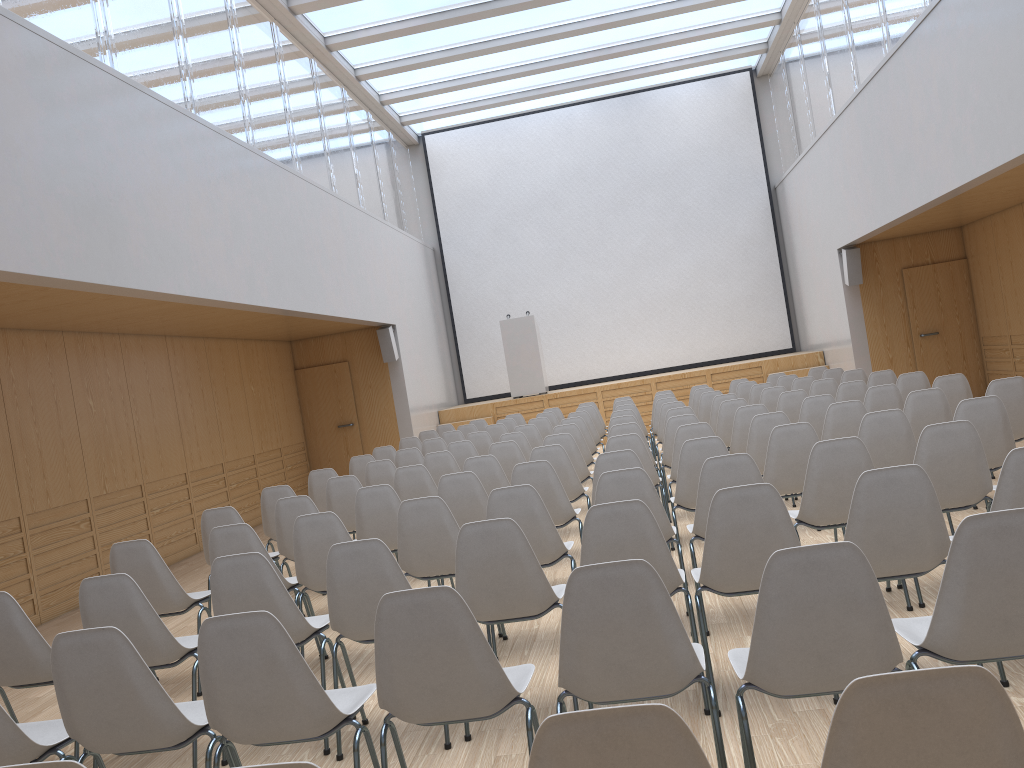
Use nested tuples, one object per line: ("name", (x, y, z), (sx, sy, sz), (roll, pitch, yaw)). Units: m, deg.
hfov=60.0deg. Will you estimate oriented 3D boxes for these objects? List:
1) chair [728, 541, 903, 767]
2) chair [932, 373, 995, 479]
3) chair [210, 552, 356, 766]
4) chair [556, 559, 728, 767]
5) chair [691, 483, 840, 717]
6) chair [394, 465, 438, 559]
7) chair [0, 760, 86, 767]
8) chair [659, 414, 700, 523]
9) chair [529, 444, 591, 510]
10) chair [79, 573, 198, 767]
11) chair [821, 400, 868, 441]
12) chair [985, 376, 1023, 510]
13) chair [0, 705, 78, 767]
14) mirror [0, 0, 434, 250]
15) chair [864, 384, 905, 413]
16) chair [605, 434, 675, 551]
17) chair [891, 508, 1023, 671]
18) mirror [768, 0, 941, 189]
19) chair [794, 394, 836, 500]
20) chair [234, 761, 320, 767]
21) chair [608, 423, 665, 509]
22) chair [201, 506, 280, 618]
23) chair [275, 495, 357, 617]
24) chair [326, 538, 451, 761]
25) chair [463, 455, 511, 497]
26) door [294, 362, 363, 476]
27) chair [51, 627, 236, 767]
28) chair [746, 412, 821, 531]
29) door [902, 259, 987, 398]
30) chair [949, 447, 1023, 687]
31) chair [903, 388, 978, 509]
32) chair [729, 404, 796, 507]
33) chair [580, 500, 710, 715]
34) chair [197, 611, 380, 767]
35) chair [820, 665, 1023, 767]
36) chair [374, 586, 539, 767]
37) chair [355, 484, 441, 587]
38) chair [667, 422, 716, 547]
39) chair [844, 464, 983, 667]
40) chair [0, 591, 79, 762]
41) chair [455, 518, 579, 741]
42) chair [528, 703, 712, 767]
("chair", (0.866, 0.833, 2.509), (0.479, 0.876, 0.505), (-9, 1, 8))
("chair", (3.573, 0.351, 7.294), (0.479, 0.876, 0.505), (-9, 1, 8))
("chair", (-1.026, 1.122, 3.886), (0.479, 0.876, 0.505), (-9, 1, 8))
("chair", (0.366, 0.912, 2.678), (0.479, 0.876, 0.505), (-9, 1, 8))
("chair", (0.971, 0.806, 3.586), (0.479, 0.876, 0.505), (-9, 1, 8))
("chair", (-0.661, 1.034, 6.853), (0.479, 0.876, 0.505), (-9, 1, 8))
("chair", (-0.763, 1.101, 1.833), (0.479, 0.876, 0.505), (-9, 1, 8))
("chair", (1.495, 0.681, 7.549), (0.479, 0.876, 0.505), (-9, 1, 8))
("chair", (0.351, 0.873, 6.696), (0.479, 0.876, 0.505), (-9, 1, 8))
("chair", (-1.572, 1.209, 3.892), (0.479, 0.876, 0.505), (-9, 1, 8))
("chair", (2.414, 0.546, 6.415), (0.479, 0.876, 0.505), (-9, 1, 8))
("chair", (3.438, 0.384, 6.235), (0.479, 0.876, 0.505), (-9, 1, 8))
("chair", (-1.676, 1.236, 2.938), (0.479, 0.876, 0.505), (-9, 1, 8))
("mirror", (-2.966, -3.346, 8.520), (0.253, 2.090, 17.825), (-9, 1, 8))
("chair", (3.055, 0.434, 7.337), (0.479, 0.876, 0.505), (-9, 1, 8))
("chair", (0.892, 0.788, 6.582), (0.479, 0.876, 0.505), (-9, 1, 8))
("chair", (1.375, 0.751, 2.551), (0.479, 0.876, 0.505), (-9, 1, 8))
("mirror", (3.682, -4.401, 7.614), (0.253, 2.090, 17.825), (-9, 1, 8))
("chair", (2.539, 0.517, 7.325), (0.479, 0.876, 0.505), (-9, 1, 8))
("chair", (-0.307, 1.030, 1.660), (0.479, 0.876, 0.505), (-9, 1, 8))
("chair", (1.031, 0.755, 7.631), (0.479, 0.876, 0.505), (-9, 1, 8))
("chair", (-1.800, 1.225, 5.981), (0.479, 0.876, 0.505), (-9, 1, 8))
("chair", (-1.306, 1.146, 5.932), (0.479, 0.876, 0.505), (-9, 1, 8))
("chair", (-0.516, 1.042, 3.748), (0.479, 0.876, 0.505), (-9, 1, 8))
("chair", (-0.137, 0.951, 6.722), (0.479, 0.876, 0.505), (-9, 1, 8))
("door", (-2.794, 0.724, 13.669), (0.873, 2.024, 0.108), (-9, 1, 8))
("chair", (-1.171, 1.155, 2.898), (0.479, 0.876, 0.505), (-9, 1, 8))
("chair", (1.899, 0.628, 6.466), (0.479, 0.876, 0.505), (-9, 1, 8))
("door", (6.100, -0.687, 12.456), (0.873, 2.024, 0.108), (-9, 1, 8))
("chair", (2.001, 0.642, 3.446), (0.479, 0.876, 0.505), (-9, 1, 8))
("chair", (2.944, 0.462, 6.361), (0.479, 0.876, 0.505), (-9, 1, 8))
("chair", (2.033, 0.596, 7.435), (0.479, 0.876, 0.505), (-9, 1, 8))
("chair", (0.501, 0.880, 3.678), (0.479, 0.876, 0.505), (-9, 1, 8))
("chair", (-0.687, 1.079, 2.783), (0.479, 0.876, 0.505), (-9, 1, 8))
("chair", (0.725, 0.865, 1.621), (0.479, 0.876, 0.505), (-9, 1, 8))
("chair", (-0.166, 0.996, 2.732), (0.479, 0.876, 0.505), (-9, 1, 8))
("chair", (-0.765, 1.061, 5.799), (0.479, 0.876, 0.505), (-9, 1, 8))
("chair", (1.392, 0.708, 6.583), (0.479, 0.876, 0.505), (-9, 1, 8))
("chair", (1.476, 0.726, 3.476), (0.479, 0.876, 0.505), (-9, 1, 8))
("chair", (-2.078, 1.290, 3.919), (0.479, 0.876, 0.505), (-9, 1, 8))
("chair", (0.001, 0.959, 3.737), (0.479, 0.876, 0.505), (-9, 1, 8))
("chair", (0.250, 0.941, 1.667), (0.479, 0.876, 0.505), (-9, 1, 8))
